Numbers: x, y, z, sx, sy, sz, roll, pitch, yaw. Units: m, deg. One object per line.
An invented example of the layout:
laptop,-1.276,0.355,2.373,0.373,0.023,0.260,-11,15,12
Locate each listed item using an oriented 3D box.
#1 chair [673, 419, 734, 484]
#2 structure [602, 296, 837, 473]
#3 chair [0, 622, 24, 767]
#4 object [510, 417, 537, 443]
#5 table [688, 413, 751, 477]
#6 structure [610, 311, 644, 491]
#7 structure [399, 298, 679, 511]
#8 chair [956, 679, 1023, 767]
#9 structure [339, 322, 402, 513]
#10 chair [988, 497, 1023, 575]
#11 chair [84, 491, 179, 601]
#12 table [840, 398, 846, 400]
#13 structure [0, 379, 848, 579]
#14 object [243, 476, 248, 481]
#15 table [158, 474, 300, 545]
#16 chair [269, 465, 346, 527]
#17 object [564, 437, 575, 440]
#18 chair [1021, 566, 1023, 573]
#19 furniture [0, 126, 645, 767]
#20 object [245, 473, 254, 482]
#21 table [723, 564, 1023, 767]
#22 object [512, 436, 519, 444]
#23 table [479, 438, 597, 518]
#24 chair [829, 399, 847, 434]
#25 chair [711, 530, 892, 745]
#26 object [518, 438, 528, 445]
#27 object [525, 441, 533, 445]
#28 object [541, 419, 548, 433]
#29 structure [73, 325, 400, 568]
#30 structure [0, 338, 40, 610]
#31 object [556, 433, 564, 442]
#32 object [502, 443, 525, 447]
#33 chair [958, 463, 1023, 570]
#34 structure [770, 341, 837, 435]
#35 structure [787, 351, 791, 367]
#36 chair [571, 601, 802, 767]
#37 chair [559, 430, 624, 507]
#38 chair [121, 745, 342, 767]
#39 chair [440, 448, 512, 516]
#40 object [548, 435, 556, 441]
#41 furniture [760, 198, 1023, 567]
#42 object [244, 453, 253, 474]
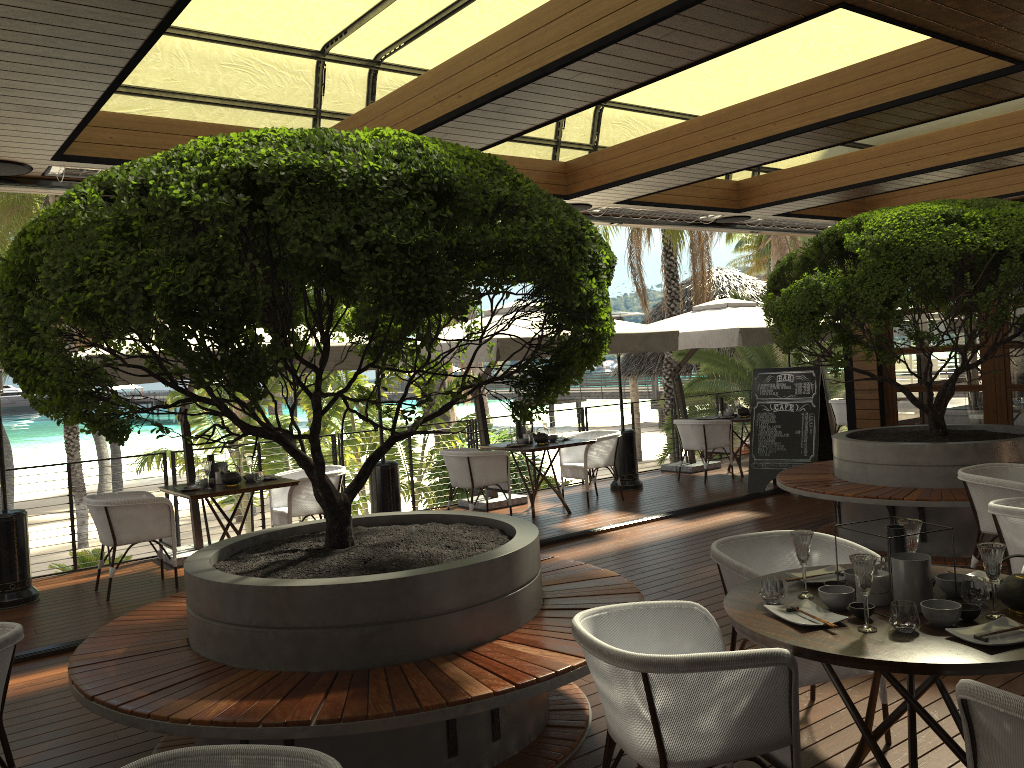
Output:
chair,2.409,0.824,11.217,0.617,0.788,0.627,-4,1,-36
structure,2.867,0.013,11.692,2.415,2.332,2.412,-4,1,-37
chair,-2.084,1.307,3.125,0.616,0.788,0.628,-3,1,9
object,0.133,0.514,9.782,0.263,0.264,0.263,-3,1,8
table,3.009,0.793,11.668,0.932,0.749,0.931,-4,1,-37
structure,1.345,0.191,10.925,0.699,2.192,0.700,-3,1,41
structure,0.161,0.232,9.680,2.415,2.332,2.412,-4,1,-37
chair,1.539,1.105,2.186,0.627,0.788,0.616,-4,1,-16
structure,-1.323,0.407,8.941,0.699,2.192,0.700,-3,1,41
chair,2.760,0.973,4.399,0.617,0.788,0.627,-4,1,-31
chair,-3.077,1.268,7.138,0.617,0.788,0.627,-4,1,-36
table,5.722,0.573,13.685,0.932,0.749,0.931,-4,1,-37
structure,-3.940,1.280,7.980,26.284,1.153,0.163,-5,1,-37
object,-2.318,0.827,7.787,0.080,0.042,0.080,-3,1,15
table,-2.419,1.233,7.633,0.932,0.749,0.931,-4,1,-37
chair,-1.818,1.167,8.043,0.617,0.788,0.627,-4,1,-36
object,0.540,0.606,9.847,0.170,0.025,0.294,-5,2,-37
chair,2.315,1.030,3.235,0.617,0.788,0.627,-4,1,-16
furniture,-0.780,0.254,4.114,2.615,2.722,2.696,-3,1,44
object,-2.258,0.814,7.707,0.116,0.065,0.116,-4,1,-38
table,1.335,1.116,2.995,1.165,0.749,1.167,-3,1,33
object,0.038,0.613,9.586,0.086,0.086,0.086,-4,1,-32
table,0.295,1.013,9.650,0.932,0.749,0.931,-4,1,-37
chair,5.098,0.606,13.216,0.617,0.788,0.627,-4,1,-36
chair,1.216,1.084,3.819,0.627,0.788,0.616,-4,1,-16
object,0.120,0.620,9.510,0.116,0.065,0.116,-4,1,-38
object,0.180,0.630,9.432,0.080,0.042,0.080,-3,1,15
object,0.373,0.511,9.872,0.082,0.227,0.082,-4,1,-36
structure,-2.545,0.451,7.669,2.415,2.332,2.412,-4,1,-37
structure,-4.000,0.624,6.951,0.699,2.192,0.700,-3,1,41
object,0.520,0.581,9.636,0.086,0.086,0.086,-4,1,-32
object,0.025,0.650,9.378,0.170,0.025,0.294,-5,2,-37
chair,3.165,0.920,5.507,0.628,0.788,0.616,-4,1,-31
structure,5.574,-0.207,13.704,2.415,2.332,2.412,-4,1,-37
structure,4.069,-0.030,12.950,0.699,2.192,0.700,-3,1,41
chair,0.539,1.151,2.854,0.617,0.788,0.627,-4,1,-16
chair,0.920,0.945,10.079,0.617,0.788,0.627,-4,1,-36
chair,-0.639,1.251,1.795,0.627,0.788,0.617,-3,1,9
chair,-0.387,1.050,9.138,0.617,0.788,0.627,-4,1,-36
object,0.442,0.595,9.715,0.116,0.065,0.116,-4,1,-38
furniture,3.415,-0.084,7.146,2.568,2.722,2.721,-3,1,19
object,-2.327,0.730,7.865,0.082,0.227,0.082,-4,1,-36
